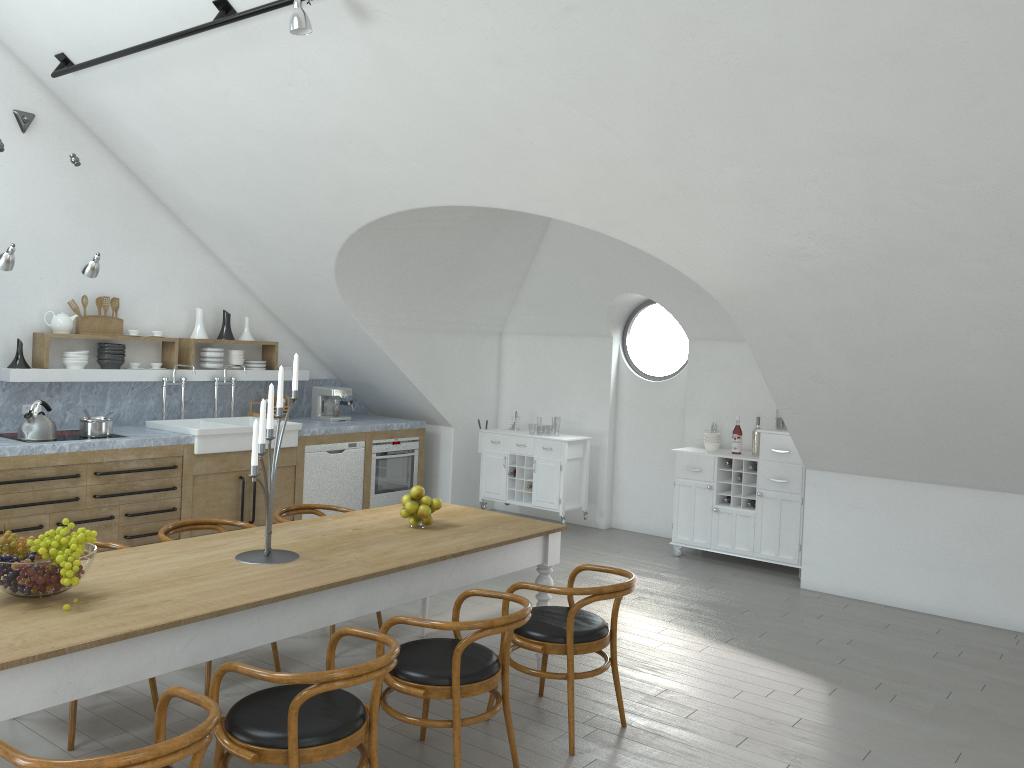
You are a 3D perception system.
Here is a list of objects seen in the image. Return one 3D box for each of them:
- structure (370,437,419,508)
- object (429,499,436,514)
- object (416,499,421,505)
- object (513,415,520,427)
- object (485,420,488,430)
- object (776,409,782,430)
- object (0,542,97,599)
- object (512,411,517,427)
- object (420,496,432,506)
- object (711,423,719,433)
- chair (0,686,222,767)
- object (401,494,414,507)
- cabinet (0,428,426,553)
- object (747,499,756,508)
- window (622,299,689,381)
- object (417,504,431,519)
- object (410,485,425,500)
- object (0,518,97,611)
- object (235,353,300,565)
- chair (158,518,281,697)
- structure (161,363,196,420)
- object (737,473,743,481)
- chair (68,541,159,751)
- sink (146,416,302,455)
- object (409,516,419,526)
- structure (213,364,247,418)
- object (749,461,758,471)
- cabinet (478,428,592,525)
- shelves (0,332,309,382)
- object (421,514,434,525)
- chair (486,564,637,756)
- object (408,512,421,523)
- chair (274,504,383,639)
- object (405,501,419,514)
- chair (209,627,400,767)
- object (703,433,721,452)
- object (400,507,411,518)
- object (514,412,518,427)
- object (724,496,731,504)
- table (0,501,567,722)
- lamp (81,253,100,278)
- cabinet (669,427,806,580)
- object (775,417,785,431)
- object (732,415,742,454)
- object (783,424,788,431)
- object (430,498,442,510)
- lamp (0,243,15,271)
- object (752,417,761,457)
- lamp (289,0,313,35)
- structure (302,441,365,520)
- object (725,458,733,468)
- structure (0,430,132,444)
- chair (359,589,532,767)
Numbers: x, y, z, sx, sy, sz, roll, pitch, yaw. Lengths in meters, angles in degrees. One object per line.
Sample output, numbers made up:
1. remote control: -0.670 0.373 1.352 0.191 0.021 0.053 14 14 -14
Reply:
1. structure: -1.348 0.819 8.655 0.631 0.636 0.632 4 2 37
2. object: -0.424 0.632 4.571 0.076 0.076 0.077 3 2 4
3. object: -0.466 0.600 4.559 0.053 0.050 0.053 3 2 8
4. object: 0.035 0.379 8.947 0.097 0.137 0.029 4 1 41
5. object: -0.261 0.491 8.854 0.029 0.268 0.088 2 1 -26
6. object: 2.196 0.293 7.282 0.048 0.169 0.048 2 1 -20
7. object: -1.655 0.664 3.109 0.360 0.159 0.360 3 2 18
8. object: 0.025 0.362 8.951 0.039 0.175 0.054 3 1 37
9. object: -0.436 0.596 4.497 0.053 0.057 0.058 1 2 -38
10. object: 1.782 0.450 7.885 0.115 0.209 0.065 3 1 39
11. chair: -1.098 1.231 2.377 0.622 0.734 0.527 4 2 41
12. object: -0.532 0.598 4.526 0.066 0.071 0.072 3 2 7
13. cabinet: -3.186 0.940 6.520 1.004 1.021 6.427 4 3 37
14. object: 2.039 0.984 7.384 0.081 0.081 0.358 4 3 35
15. window: 1.428 -0.427 8.544 0.900 0.899 0.060 4 1 37
16. object: -0.443 0.642 4.465 0.071 0.072 0.070 3 2 2
17. object: -0.481 0.553 4.522 0.072 0.074 0.072 4 2 37
18. object: -1.641 0.602 3.081 0.394 0.284 0.292 3 2 1
19. object: -1.011 0.302 3.850 0.265 0.875 0.775 3 1 11
20. chair: -1.543 1.118 4.607 0.622 0.734 0.527 4 2 40
21. structure: -2.702 0.098 7.321 0.333 0.529 0.214 3 1 18
22. object: 1.973 0.781 7.452 0.085 0.085 0.331 4 3 37
23. chair: -1.936 1.127 3.991 0.622 0.734 0.527 3 2 34
24. sink: -2.366 0.415 7.320 0.728 0.202 1.020 4 3 37
25. object: -0.497 0.695 4.493 0.050 0.050 0.051 4 2 41
26. structure: -2.406 0.095 7.710 0.333 0.529 0.214 3 1 18
27. object: 2.053 0.681 7.374 0.088 0.085 0.360 4 3 37
28. cabinet: 0.181 0.875 8.634 1.135 0.789 0.496 4 2 37
29. shelves: -3.574 -0.692 6.301 0.480 1.361 5.549 3 2 32
30. object: -0.432 0.689 4.520 0.064 0.063 0.063 1 2 -42
31. chair: 0.255 1.217 4.083 0.622 0.734 0.527 4 2 40
32. object: -0.494 0.678 4.560 0.080 0.074 0.078 2 2 -8
33. chair: -1.098 1.113 5.177 0.622 0.734 0.527 3 2 34
34. object: -0.504 0.619 4.460 0.071 0.064 0.072 3 2 31
35. chair: -0.690 1.223 2.980 0.622 0.734 0.527 4 2 37
36. object: 1.724 0.503 7.647 0.158 0.160 0.154 2 2 -25
37. object: -0.541 0.654 4.503 0.060 0.056 0.059 3 2 32
38. object: 0.041 0.366 8.920 0.024 0.164 0.039 2 1 -40
39. object: 1.906 0.971 7.495 0.156 0.085 0.331 4 3 38
40. table: -1.140 1.137 3.721 1.019 0.798 3.348 4 3 37
41. lamp: -2.909 -0.823 6.160 0.169 0.176 0.112 3 1 29
42. cabinet: 1.990 0.934 7.496 1.243 1.153 0.609 4 2 37
43. object: 2.178 0.328 7.202 0.082 0.105 0.082 2 1 -15
44. object: 1.916 0.430 7.535 0.081 0.329 0.081 3 1 33
45. object: 2.251 0.339 7.249 0.077 0.085 0.077 1 2 -45
46. object: -0.388 0.613 4.525 0.063 0.063 0.062 2 2 0
47. lamp: -3.262 -0.815 5.702 0.115 0.178 0.164 2 2 -34
48. object: 2.055 0.441 7.421 0.085 0.331 0.085 2 1 -4
49. lamp: -1.072 -1.873 4.516 0.112 0.175 0.114 2 1 0
50. structure: -1.813 0.919 8.057 0.599 0.822 0.724 3 2 37
51. object: 1.893 0.664 7.506 0.093 0.094 0.359 4 3 38
52. structure: -3.235 0.390 6.340 0.648 0.041 0.737 4 3 37
53. chair: -0.237 1.219 3.550 0.622 0.734 0.527 3 2 32
